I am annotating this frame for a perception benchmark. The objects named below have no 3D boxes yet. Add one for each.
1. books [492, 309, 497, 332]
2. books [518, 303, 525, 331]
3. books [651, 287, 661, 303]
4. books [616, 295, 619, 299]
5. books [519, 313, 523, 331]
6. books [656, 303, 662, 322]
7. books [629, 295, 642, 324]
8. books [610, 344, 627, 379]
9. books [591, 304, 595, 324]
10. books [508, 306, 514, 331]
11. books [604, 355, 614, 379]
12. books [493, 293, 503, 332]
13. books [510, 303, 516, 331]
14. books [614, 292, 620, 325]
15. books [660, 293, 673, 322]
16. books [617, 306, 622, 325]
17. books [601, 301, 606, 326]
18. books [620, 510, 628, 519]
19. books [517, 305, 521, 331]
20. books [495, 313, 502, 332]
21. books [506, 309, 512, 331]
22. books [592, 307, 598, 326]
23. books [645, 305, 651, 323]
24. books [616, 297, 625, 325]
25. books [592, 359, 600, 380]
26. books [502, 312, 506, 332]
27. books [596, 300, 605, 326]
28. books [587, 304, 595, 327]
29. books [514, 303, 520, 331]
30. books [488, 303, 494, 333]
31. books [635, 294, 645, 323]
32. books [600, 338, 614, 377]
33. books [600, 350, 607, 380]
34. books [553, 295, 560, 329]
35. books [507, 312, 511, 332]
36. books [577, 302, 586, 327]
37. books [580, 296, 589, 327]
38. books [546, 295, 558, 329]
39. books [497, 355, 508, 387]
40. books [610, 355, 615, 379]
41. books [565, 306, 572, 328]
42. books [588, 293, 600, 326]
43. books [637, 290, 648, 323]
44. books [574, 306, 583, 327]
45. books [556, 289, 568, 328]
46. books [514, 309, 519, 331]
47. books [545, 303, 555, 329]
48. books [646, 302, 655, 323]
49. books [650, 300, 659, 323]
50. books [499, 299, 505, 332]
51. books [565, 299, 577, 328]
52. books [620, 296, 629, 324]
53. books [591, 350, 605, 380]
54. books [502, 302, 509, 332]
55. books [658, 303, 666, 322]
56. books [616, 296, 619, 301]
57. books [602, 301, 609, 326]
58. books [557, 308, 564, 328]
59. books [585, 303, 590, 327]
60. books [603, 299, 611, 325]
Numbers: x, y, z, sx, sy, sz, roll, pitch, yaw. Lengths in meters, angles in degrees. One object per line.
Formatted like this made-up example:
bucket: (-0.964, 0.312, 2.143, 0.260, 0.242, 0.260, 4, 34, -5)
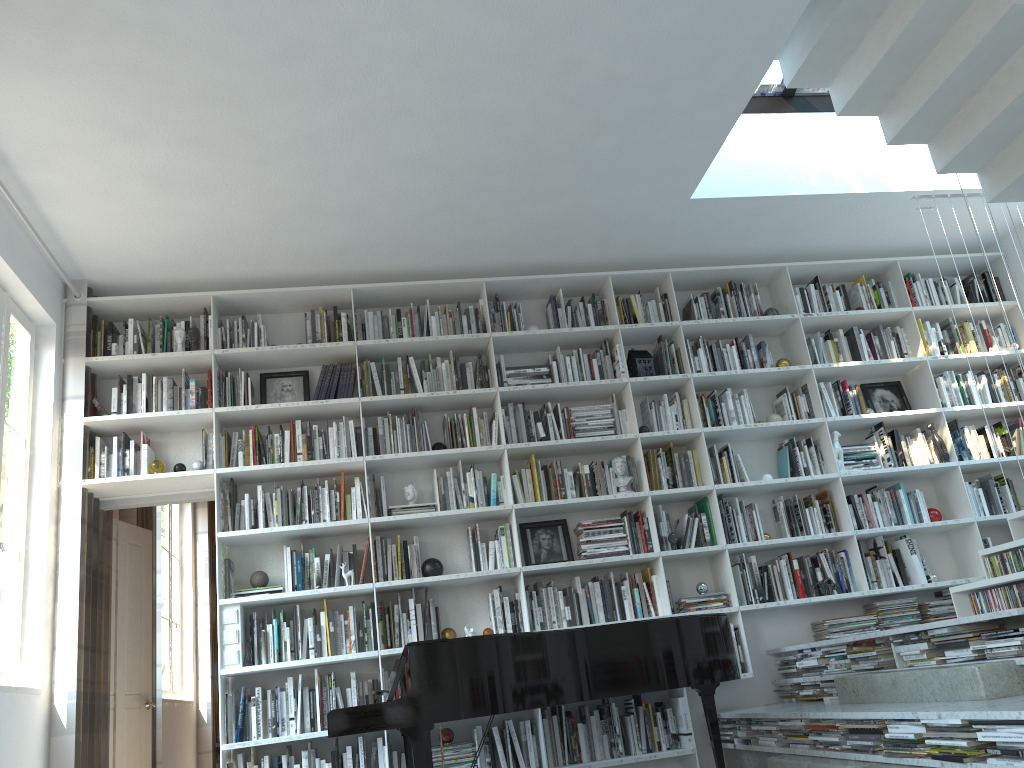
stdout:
books: (-0.125, -0.356, 5.821, 0.023, 0.227, 0.157, -4, -19, -10)
books: (0.059, -0.386, 5.849, 0.011, 0.255, 0.144, -4, -19, -10)
books: (1.003, -0.483, 6.047, 0.012, 0.328, 0.129, -4, -19, -10)
books: (0.721, -0.443, 5.977, 0.007, 0.278, 0.151, -4, -19, -10)
books: (0.053, -0.351, 5.843, 0.010, 0.186, 0.153, -4, -19, -10)
books: (0.972, -0.425, 6.011, 0.025, 0.203, 0.163, -4, -19, -10)
books: (0.818, -0.444, 5.975, 0.054, 0.253, 0.191, -4, -19, -10)
books: (0.680, -0.097, 5.771, 0.037, 0.236, 0.273, -4, -19, -10)
books: (0.525, -0.402, 5.950, 0.026, 0.233, 0.137, -4, -19, -10)
books: (-0.008, -0.374, 5.845, 0.014, 0.247, 0.140, -4, -19, -10)
books: (0.620, -0.057, 5.807, 0.029, 0.202, 0.192, -4, -19, -10)
books: (-0.088, -0.412, 5.848, 0.014, 0.339, 0.145, -4, -19, -10)
books: (0.004, -0.385, 5.844, 0.013, 0.263, 0.147, -4, -19, -10)
books: (0.686, -0.452, 5.967, 0.007, 0.297, 0.181, -4, -19, -10)
books: (1.032, -0.460, 6.009, 0.029, 0.252, 0.187, -4, -19, -10)
books: (0.703, -0.401, 5.958, 0.015, 0.192, 0.160, -4, -19, -10)
books: (0.599, -0.416, 5.955, 0.014, 0.243, 0.145, -4, -19, -10)
books: (0.716, 0.942, 5.494, 0.011, 0.298, 0.130, -4, -19, -10)
books: (0.036, -0.376, 5.860, 0.013, 0.248, 0.148, -4, -19, -10)
books: (-0.097, -0.347, 5.808, 0.026, 0.194, 0.167, -4, -19, -10)
books: (-0.019, -0.362, 5.853, 0.006, 0.232, 0.136, -4, -19, -10)
books: (0.548, -0.392, 5.943, 0.014, 0.203, 0.135, -4, -19, -10)
books: (0.899, -0.414, 5.977, 0.022, 0.179, 0.173, -4, -19, -10)
books: (0.715, -0.433, 5.944, 0.007, 0.238, 0.192, -4, -19, -10)
books: (0.533, -0.045, 5.788, 0.029, 0.187, 0.176, -4, -19, -10)
books: (-0.058, -0.348, 5.836, 0.011, 0.204, 0.146, -4, -19, -10)
books: (0.580, -0.418, 5.942, 0.028, 0.243, 0.161, -4, -19, -10)
books: (0.509, -0.401, 5.899, 0.023, 0.201, 0.194, -4, -19, -10)
books: (0.030, -0.385, 5.841, 0.005, 0.254, 0.168, -4, -19, -10)
books: (-0.147, -0.373, 5.803, 0.026, 0.252, 0.186, -4, -19, -10)
books: (0.854, -0.449, 6.005, 0.030, 0.273, 0.152, -4, -19, -10)
books: (0.631, -0.117, 5.840, 0.012, 0.333, 0.156, -4, -19, -10)
books: (0.586, -0.078, 5.824, 0.029, 0.260, 0.133, -4, -19, -10)
books: (0.290, -0.422, 5.898, 0.011, 0.295, 0.158, -4, -19, -10)
books: (-0.028, -0.350, 5.826, 0.023, 0.195, 0.173, -4, -19, -10)
books: (0.459, -0.406, 5.917, 0.023, 0.235, 0.154, -4, -19, -10)
books: (0.476, -0.428, 5.912, 0.010, 0.269, 0.180, -4, -19, -10)
books: (0.269, -0.421, 5.886, 0.014, 0.291, 0.176, -4, -19, -10)
books: (-0.063, -0.033, 5.684, 0.021, 0.248, 0.192, -4, -19, -10)
books: (0.641, -0.096, 5.853, 0.010, 0.298, 0.134, -4, -19, -10)
books: (0.366, -0.389, 5.892, 0.050, 0.210, 0.173, -4, -19, -10)
books: (0.555, -0.444, 5.956, 0.012, 0.307, 0.138, -4, -19, -10)
books: (0.875, -0.467, 5.996, 0.010, 0.296, 0.168, -4, -19, -10)
books: (0.435, -0.390, 5.902, 0.033, 0.202, 0.167, -4, -19, -10)
books: (0.330, -0.445, 5.902, 0.010, 0.330, 0.187, -4, -19, -10)
books: (0.022, -0.366, 5.836, 0.016, 0.218, 0.144, -4, -19, -10)
books: (0.257, -0.392, 5.893, 0.012, 0.244, 0.151, -4, -19, -10)
books: (0.920, -0.426, 5.986, 0.024, 0.201, 0.181, -4, -19, -10)
books: (0.947, -0.434, 5.989, 0.031, 0.212, 0.170, -4, -19, -10)
books: (-0.073, -0.394, 5.837, 0.010, 0.295, 0.153, -4, -19, -10)
books: (0.398, -0.413, 5.925, 0.028, 0.269, 0.140, -4, -19, -10)
books: (0.744, -0.439, 5.969, 0.034, 0.260, 0.158, -4, -19, -10)
books: (0.559, -0.075, 5.802, 0.032, 0.247, 0.174, -4, -19, -10)
books: (-0.048, -0.386, 5.823, 0.011, 0.264, 0.164, -4, -19, -10)
books: (0.997, -0.425, 6.007, 0.022, 0.193, 0.182, -4, -19, -10)
books: (0.718, -0.437, 5.962, 0.006, 0.259, 0.166, -4, -19, -10)
books: (0.614, -0.417, 5.948, 0.014, 0.238, 0.153, -4, -19, -10)
books: (0.314, -0.378, 5.899, 0.031, 0.208, 0.147, -4, -19, -10)
books: (0.488, -0.401, 5.914, 0.012, 0.216, 0.180, -4, -19, -10)
books: (0.629, -0.425, 5.961, 0.022, 0.256, 0.137, -4, -19, -10)
